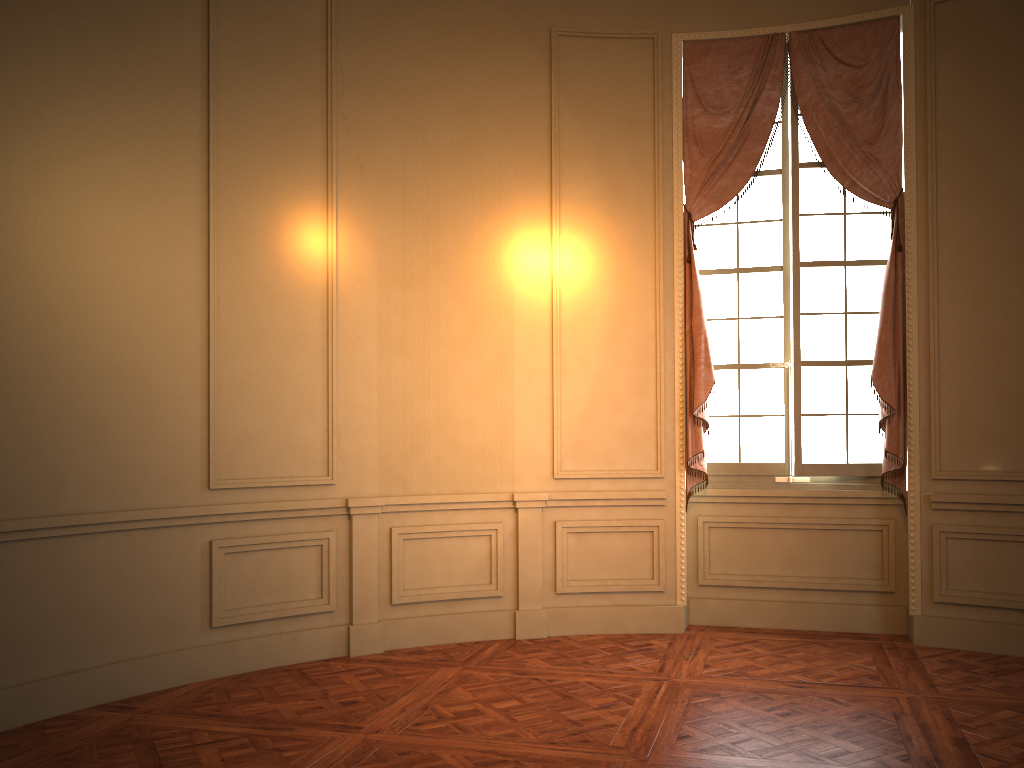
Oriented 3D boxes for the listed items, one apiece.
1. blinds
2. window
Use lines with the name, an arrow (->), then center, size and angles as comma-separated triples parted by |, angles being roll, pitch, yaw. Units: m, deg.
blinds -> 1.703, -0.698, 5.387 | 1.317, 2.978, 0.289 | -1, -1, 14
window -> 1.762, -0.752, 5.610 | 1.294, 2.837, 0.155 | -1, -1, 15
